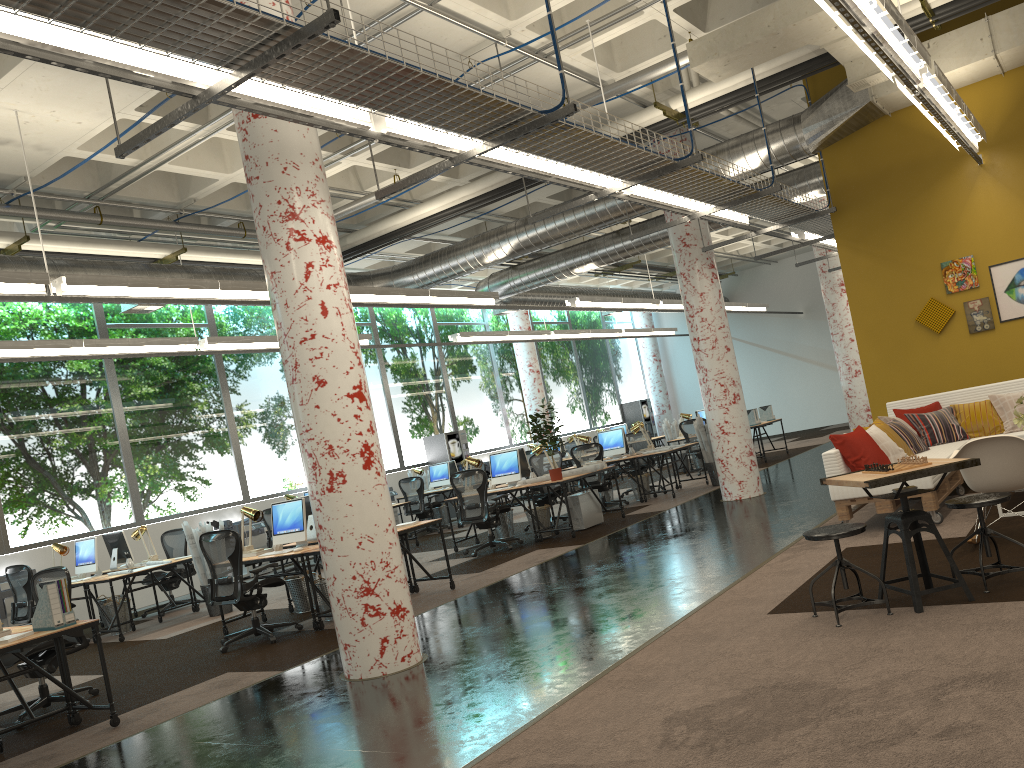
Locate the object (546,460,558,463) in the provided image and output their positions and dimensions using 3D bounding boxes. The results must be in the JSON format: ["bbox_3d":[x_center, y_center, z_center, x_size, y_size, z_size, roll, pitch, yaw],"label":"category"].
[{"bbox_3d":[0.810,1.739,19.688,0.441,0.017,0.118,-14,-4,35],"label":"object"}]

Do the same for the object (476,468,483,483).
[{"bbox_3d":[-0.666,1.653,16.020,0.282,0.302,0.149,-13,-2,35],"label":"object"}]

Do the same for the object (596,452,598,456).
[{"bbox_3d":[1.433,1.191,14.717,0.101,0.209,0.102,-11,-1,-10],"label":"object"}]

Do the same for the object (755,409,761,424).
[{"bbox_3d":[4.631,0.654,17.113,0.282,0.302,0.149,-13,-2,35],"label":"object"}]

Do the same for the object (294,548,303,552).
[{"bbox_3d":[-2.020,1.564,8.380,0.060,0.029,0.106,-14,-4,35],"label":"object"}]

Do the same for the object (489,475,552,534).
[{"bbox_3d":[0.106,1.623,11.919,0.852,0.932,0.104,-13,-1,30],"label":"object"}]

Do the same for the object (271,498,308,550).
[{"bbox_3d":[-2.178,1.389,8.744,0.486,0.485,0.189,-13,-2,35],"label":"object"}]

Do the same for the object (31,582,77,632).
[{"bbox_3d":[-3.070,1.476,5.894,0.282,0.302,0.149,-13,-2,35],"label":"object"}]

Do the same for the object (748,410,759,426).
[{"bbox_3d":[4.548,0.663,16.992,0.282,0.302,0.149,-13,-2,35],"label":"object"}]

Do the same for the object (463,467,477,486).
[{"bbox_3d":[-0.749,1.662,15.899,0.282,0.302,0.149,-13,-2,35],"label":"object"}]

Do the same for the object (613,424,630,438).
[{"bbox_3d":[2.825,1.318,23.106,0.486,0.485,0.189,-13,-2,35],"label":"object"}]

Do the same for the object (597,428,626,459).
[{"bbox_3d":[1.643,0.992,14.476,0.486,0.485,0.189,-13,-2,35],"label":"object"}]

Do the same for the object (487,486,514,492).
[{"bbox_3d":[-0.170,1.392,11.698,0.441,0.017,0.118,-14,-4,35],"label":"object"}]

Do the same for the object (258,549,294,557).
[{"bbox_3d":[-2.278,1.635,8.573,0.441,0.017,0.118,-14,-4,35],"label":"object"}]

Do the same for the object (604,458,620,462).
[{"bbox_3d":[1.544,1.238,14.306,0.441,0.017,0.118,-14,-4,35],"label":"object"}]

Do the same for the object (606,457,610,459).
[{"bbox_3d":[1.662,1.281,15.418,0.060,0.029,0.106,-14,-4,35],"label":"object"}]

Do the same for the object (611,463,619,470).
[{"bbox_3d":[2.688,2.120,23.251,0.360,0.434,0.352,-13,-2,31],"label":"object"}]

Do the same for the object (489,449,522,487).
[{"bbox_3d":[-0.071,1.145,11.869,0.486,0.485,0.189,-13,-2,35],"label":"object"}]

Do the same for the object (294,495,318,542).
[{"bbox_3d":[-2.090,1.409,9.327,0.486,0.485,0.189,-13,-2,35],"label":"object"}]

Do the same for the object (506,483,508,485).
[{"bbox_3d":[-0.052,1.434,12.810,0.060,0.029,0.106,-14,-4,35],"label":"object"}]

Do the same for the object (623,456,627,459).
[{"bbox_3d":[1.802,1.167,14.112,0.060,0.029,0.106,-14,-4,35],"label":"object"}]

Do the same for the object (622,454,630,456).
[{"bbox_3d":[1.923,1.222,15.224,0.441,0.017,0.118,-14,-4,35],"label":"object"}]

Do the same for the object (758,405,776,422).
[{"bbox_3d":[5.117,0.602,17.821,0.282,0.302,0.149,-13,-2,35],"label":"object"}]

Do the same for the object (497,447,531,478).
[{"bbox_3d":[0.017,1.166,12.452,0.486,0.485,0.189,-13,-2,35],"label":"object"}]

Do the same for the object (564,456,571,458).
[{"bbox_3d":[1.189,1.723,20.607,0.441,0.017,0.118,-14,-4,35],"label":"object"}]

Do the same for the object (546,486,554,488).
[{"bbox_3d":[0.860,2.316,20.587,0.360,0.434,0.352,-13,-2,31],"label":"object"}]

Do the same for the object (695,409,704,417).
[{"bbox_3d":[4.050,0.753,18.266,0.486,0.485,0.189,-13,-2,35],"label":"object"}]

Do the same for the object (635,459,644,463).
[{"bbox_3d":[3.172,1.964,22.359,0.360,0.434,0.352,-13,-2,31],"label":"object"}]

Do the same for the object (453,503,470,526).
[{"bbox_3d":[-0.900,2.399,16.427,0.360,0.434,0.352,-13,-2,31],"label":"object"}]

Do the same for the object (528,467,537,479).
[{"bbox_3d":[0.281,1.237,12.208,0.101,0.209,0.102,-11,-1,-10],"label":"object"}]

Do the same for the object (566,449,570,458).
[{"bbox_3d":[1.262,1.585,20.197,0.101,0.209,0.102,-11,-1,-10],"label":"object"}]

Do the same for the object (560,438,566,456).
[{"bbox_3d":[0.997,1.513,20.442,0.486,0.485,0.189,-13,-2,35],"label":"object"}]

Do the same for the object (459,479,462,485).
[{"bbox_3d":[-0.982,1.824,16.929,0.101,0.209,0.102,-11,-1,-10],"label":"object"}]

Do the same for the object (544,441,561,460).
[{"bbox_3d":[0.909,1.493,19.859,0.486,0.485,0.189,-13,-2,35],"label":"object"}]

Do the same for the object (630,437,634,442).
[{"bbox_3d":[3.090,1.389,22.861,0.101,0.209,0.102,-11,-1,-10],"label":"object"}]

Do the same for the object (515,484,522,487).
[{"bbox_3d":[0.087,1.320,11.505,0.060,0.029,0.106,-14,-4,35],"label":"object"}]

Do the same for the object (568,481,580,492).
[{"bbox_3d":[0.300,2.300,18.600,0.368,0.436,3.395,-13,-4,44],"label":"object"}]

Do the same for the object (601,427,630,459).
[{"bbox_3d":[1.731,1.012,15.059,0.486,0.485,0.189,-13,-2,35],"label":"object"}]

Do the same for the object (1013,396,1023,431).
[{"bbox_3d":[4.414,0.295,7.229,0.784,0.615,0.420,-9,-3,-43],"label":"object"}]

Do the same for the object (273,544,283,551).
[{"bbox_3d":[-2.388,1.588,8.985,0.101,0.209,0.102,-11,-1,-10],"label":"object"}]

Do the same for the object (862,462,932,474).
[{"bbox_3d":[2.173,0.476,5.007,0.273,0.012,0.274,-11,-4,-5],"label":"object"}]

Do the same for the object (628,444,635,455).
[{"bbox_3d":[1.995,1.084,14.815,0.101,0.209,0.102,-11,-1,-10],"label":"object"}]

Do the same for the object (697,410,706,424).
[{"bbox_3d":[3.963,0.733,17.683,0.486,0.485,0.189,-13,-2,35],"label":"object"}]

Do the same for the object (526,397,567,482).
[{"bbox_3d":[0.439,0.697,11.192,0.516,1.077,0.437,-12,-1,25],"label":"object"}]

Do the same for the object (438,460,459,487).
[{"bbox_3d":[-1.247,1.753,17.173,0.486,0.485,0.189,-13,-2,35],"label":"object"}]

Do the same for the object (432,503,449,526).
[{"bbox_3d":[-1.386,2.556,17.319,0.352,0.434,0.370,-11,-2,-20],"label":"object"}]

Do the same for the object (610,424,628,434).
[{"bbox_3d":[2.738,1.297,22.522,0.486,0.485,0.189,-13,-2,35],"label":"object"}]
